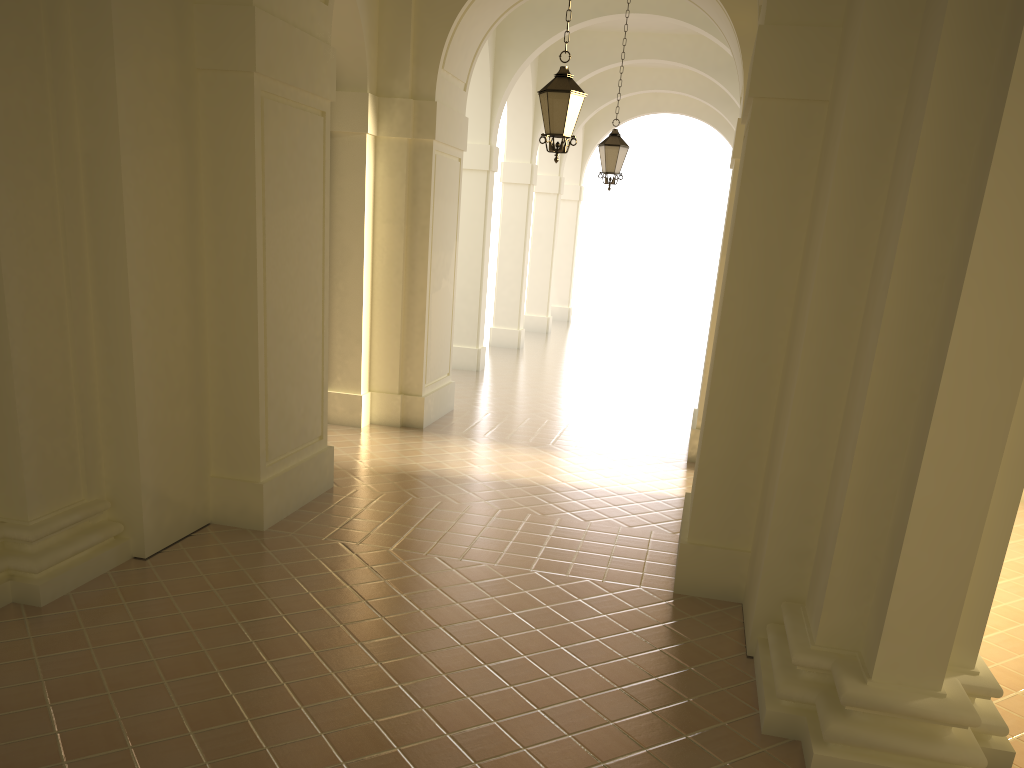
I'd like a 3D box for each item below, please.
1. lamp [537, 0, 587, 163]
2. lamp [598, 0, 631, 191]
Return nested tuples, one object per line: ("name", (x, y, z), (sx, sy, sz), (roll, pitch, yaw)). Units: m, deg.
("lamp", (0.577, -3.904, 8.447), (0.442, 3.465, 0.487), (-2, 18, -18))
("lamp", (1.641, -4.654, 13.151), (0.508, 3.465, 0.424), (8, 18, 10))
